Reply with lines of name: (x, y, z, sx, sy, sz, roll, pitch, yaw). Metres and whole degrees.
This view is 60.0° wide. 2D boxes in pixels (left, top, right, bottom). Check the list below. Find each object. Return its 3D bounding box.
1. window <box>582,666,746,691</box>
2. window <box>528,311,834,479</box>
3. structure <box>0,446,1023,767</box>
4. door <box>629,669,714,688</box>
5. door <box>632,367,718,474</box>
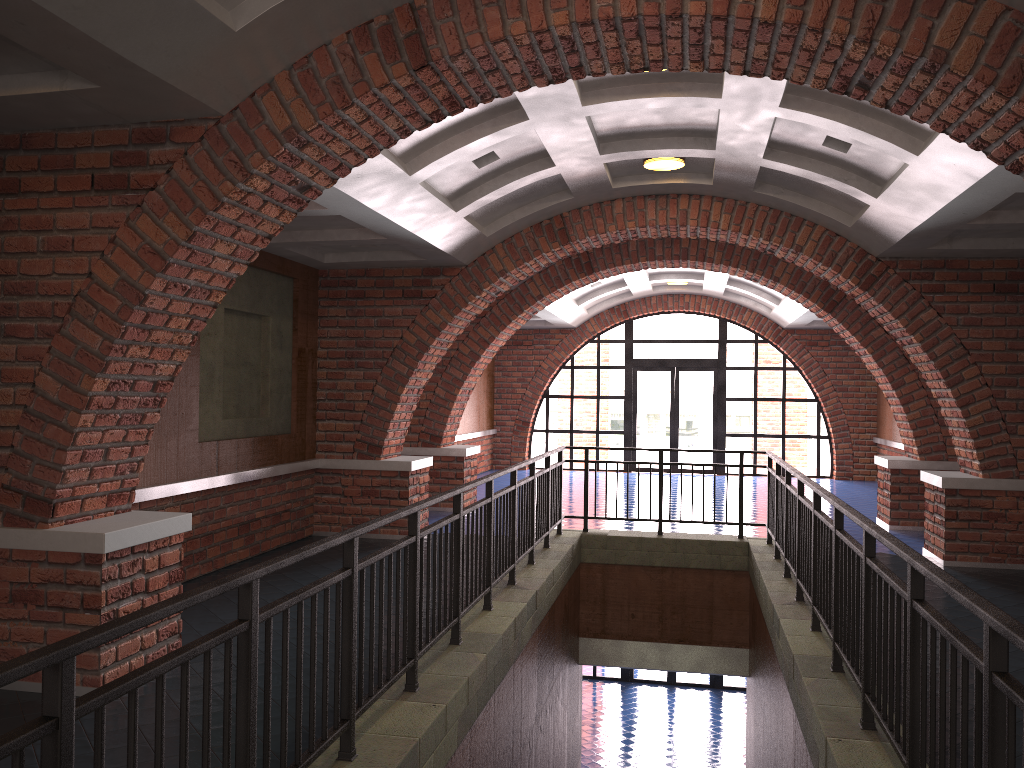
window: (3.410, 4.582, 18.555, 6.353, 3.471, 0.100, 1, -1, 11)
window: (3.471, 0.185, 18.609, 6.353, 3.471, 0.100, 1, -1, 11)
structure: (0.563, 3.455, 4.317, 2.464, 5.665, 11.176, 1, -1, 11)
door: (3.351, 5.202, 18.563, 1.754, 2.236, 0.040, 1, -1, 11)
door: (3.412, 0.752, 18.618, 1.754, 2.236, 0.040, 1, -1, 11)
